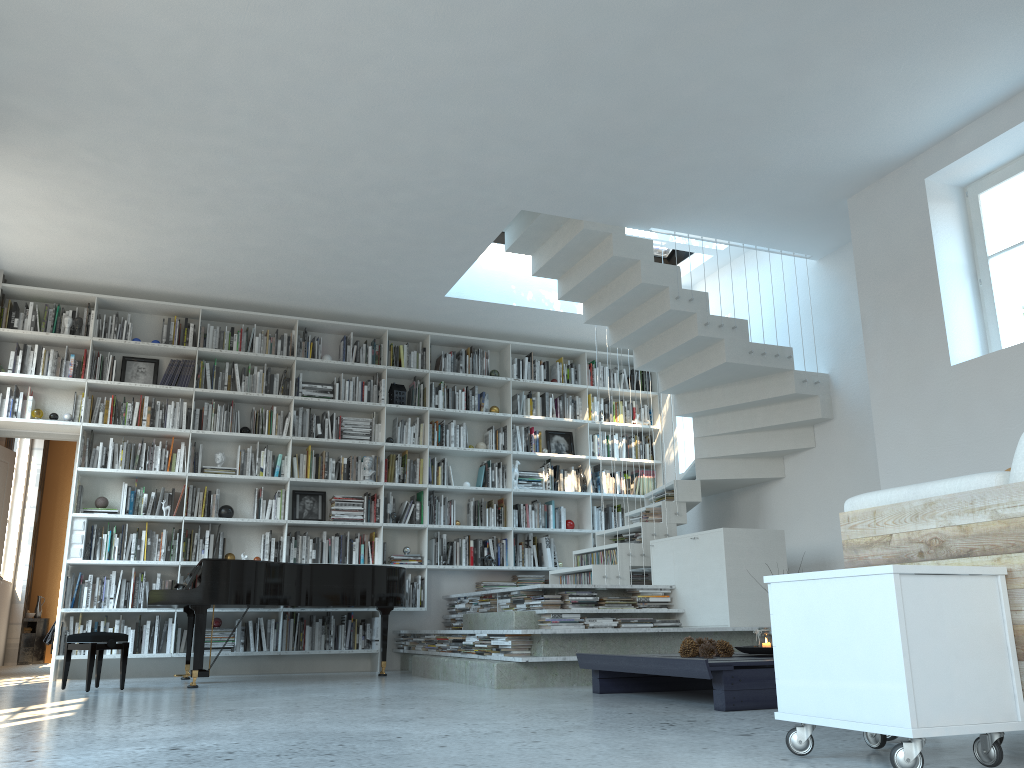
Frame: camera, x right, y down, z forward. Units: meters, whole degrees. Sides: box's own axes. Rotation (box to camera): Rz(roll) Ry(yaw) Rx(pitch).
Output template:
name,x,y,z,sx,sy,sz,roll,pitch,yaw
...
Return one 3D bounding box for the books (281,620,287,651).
name,x,y,z,sx,sy,sz,roll,pitch,yaw
books,-1.961,2.152,7.594,0.026,0.255,0.184,5,-16,-21

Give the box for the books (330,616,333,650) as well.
name,x,y,z,sx,sy,sz,roll,pitch,yaw
books,-1.590,2.173,7.744,0.014,0.287,0.185,5,-16,-21

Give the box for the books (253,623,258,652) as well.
name,x,y,z,sx,sy,sz,roll,pitch,yaw
books,-2.176,2.145,7.512,0.011,0.231,0.174,5,-16,-21

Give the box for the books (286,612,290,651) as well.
name,x,y,z,sx,sy,sz,roll,pitch,yaw
books,-1.937,2.119,7.633,0.014,0.339,0.140,5,-16,-21

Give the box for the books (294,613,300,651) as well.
name,x,y,z,sx,sy,sz,roll,pitch,yaw
books,-1.869,2.137,7.648,0.034,0.310,0.170,5,-16,-21

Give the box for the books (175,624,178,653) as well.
name,x,y,z,sx,sy,sz,roll,pitch,yaw
books,-2.766,2.095,7.303,0.012,0.230,0.138,5,-16,-21

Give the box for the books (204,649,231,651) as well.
name,x,y,z,sx,sy,sz,roll,pitch,yaw
books,-2.472,2.214,7.379,0.254,0.007,0.161,4,-16,-17

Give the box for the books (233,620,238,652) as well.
name,x,y,z,sx,sy,sz,roll,pitch,yaw
books,-2.326,2.119,7.456,0.012,0.253,0.161,5,-16,-21

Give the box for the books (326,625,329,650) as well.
name,x,y,z,sx,sy,sz,roll,pitch,yaw
books,-1.621,2.208,7.730,0.022,0.212,0.167,5,-16,-21

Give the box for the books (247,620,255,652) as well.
name,x,y,z,sx,sy,sz,roll,pitch,yaw
books,-2.211,2.132,7.504,0.063,0.252,0.178,5,-16,-21

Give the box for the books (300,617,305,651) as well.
name,x,y,z,sx,sy,sz,roll,pitch,yaw
books,-1.820,2.162,7.675,0.012,0.275,0.155,5,-16,-21

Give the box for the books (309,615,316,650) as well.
name,x,y,z,sx,sy,sz,roll,pitch,yaw
books,-1.736,2.160,7.704,0.026,0.293,0.155,5,-16,-21

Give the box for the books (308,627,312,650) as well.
name,x,y,z,sx,sy,sz,roll,pitch,yaw
books,-1.766,2.207,7.692,0.030,0.196,0.143,5,-16,-21

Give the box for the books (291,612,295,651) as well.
name,x,y,z,sx,sy,sz,roll,pitch,yaw
books,-1.890,2.123,7.642,0.012,0.336,0.144,5,-16,-21

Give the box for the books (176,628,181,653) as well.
name,x,y,z,sx,sy,sz,roll,pitch,yaw
books,-2.747,2.111,7.302,0.025,0.197,0.160,5,-16,-21

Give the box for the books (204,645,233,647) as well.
name,x,y,z,sx,sy,sz,roll,pitch,yaw
books,-2.471,2.181,7.388,0.254,0.007,0.161,7,-17,-25

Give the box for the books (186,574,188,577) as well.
name,x,y,z,sx,sy,sz,roll,pitch,yaw
books,-2.722,1.734,7.407,0.010,0.281,0.149,5,-16,-21

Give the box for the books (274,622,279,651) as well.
name,x,y,z,sx,sy,sz,roll,pitch,yaw
books,-2.023,2.163,7.597,0.021,0.237,0.116,5,-16,-21

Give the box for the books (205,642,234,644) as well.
name,x,y,z,sx,sy,sz,roll,pitch,yaw
books,-2.472,2.160,7.393,0.285,0.007,0.160,7,-17,-25

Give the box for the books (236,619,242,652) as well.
name,x,y,z,sx,sy,sz,roll,pitch,yaw
books,-2.311,2.120,7.479,0.031,0.265,0.145,5,-16,-21

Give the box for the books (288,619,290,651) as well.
name,x,y,z,sx,sy,sz,roll,pitch,yaw
books,-1.930,2.162,7.638,0.010,0.258,0.131,5,-16,-21

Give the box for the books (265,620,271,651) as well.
name,x,y,z,sx,sy,sz,roll,pitch,yaw
books,-2.087,2.145,7.570,0.025,0.258,0.133,5,-16,-21

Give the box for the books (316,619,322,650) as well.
name,x,y,z,sx,sy,sz,roll,pitch,yaw
books,-1.684,2.182,7.722,0.028,0.260,0.133,5,-16,-21

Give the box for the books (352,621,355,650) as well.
name,x,y,z,sx,sy,sz,roll,pitch,yaw
books,-1.417,2.217,7.822,0.028,0.238,0.140,5,-16,-21

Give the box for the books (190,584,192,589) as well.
name,x,y,z,sx,sy,sz,roll,pitch,yaw
books,-2.680,1.756,7.402,0.023,0.237,0.173,5,-16,-21

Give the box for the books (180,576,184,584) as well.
name,x,y,z,sx,sy,sz,roll,pitch,yaw
books,-2.764,1.740,7.397,0.023,0.265,0.134,5,-16,-21

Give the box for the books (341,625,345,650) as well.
name,x,y,z,sx,sy,sz,roll,pitch,yaw
books,-1.499,2.218,7.766,0.029,0.209,0.171,5,-16,-21

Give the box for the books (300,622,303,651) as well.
name,x,y,z,sx,sy,sz,roll,pitch,yaw
books,-1.829,2.178,7.662,0.012,0.238,0.129,5,-16,-21

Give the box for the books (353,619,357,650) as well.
name,x,y,z,sx,sy,sz,roll,pitch,yaw
books,-1.393,2.206,7.818,0.011,0.257,0.172,5,-16,-21

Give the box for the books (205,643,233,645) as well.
name,x,y,z,sx,sy,sz,roll,pitch,yaw
books,-2.472,2.167,7.392,0.254,0.007,0.161,7,-17,-25

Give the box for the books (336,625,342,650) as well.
name,x,y,z,sx,sy,sz,roll,pitch,yaw
books,-1.516,2.217,7.754,0.010,0.205,0.180,5,-16,-21

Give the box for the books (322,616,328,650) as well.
name,x,y,z,sx,sy,sz,roll,pitch,yaw
books,-1.636,2.170,7.729,0.013,0.284,0.185,5,-16,-21

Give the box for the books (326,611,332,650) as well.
name,x,y,z,sx,sy,sz,roll,pitch,yaw
books,-1.602,2.148,7.744,0.014,0.334,0.183,5,-16,-21

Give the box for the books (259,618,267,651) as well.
name,x,y,z,sx,sy,sz,roll,pitch,yaw
books,-2.127,2.130,7.542,0.073,0.275,0.181,5,-16,-21

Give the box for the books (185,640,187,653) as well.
name,x,y,z,sx,sy,sz,roll,pitch,yaw
books,-2.672,2.099,7.325,0.023,0.231,0.164,5,-16,-21

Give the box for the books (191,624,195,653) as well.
name,x,y,z,sx,sy,sz,roll,pitch,yaw
books,-2.653,2.106,7.341,0.027,0.226,0.139,5,-16,-21

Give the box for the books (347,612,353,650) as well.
name,x,y,z,sx,sy,sz,roll,pitch,yaw
books,-1.427,2.172,7.803,0.013,0.316,0.187,5,-16,-21

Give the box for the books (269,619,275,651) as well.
name,x,y,z,sx,sy,sz,roll,pitch,yaw
books,-2.052,2.139,7.551,0.024,0.259,0.190,5,-16,-21

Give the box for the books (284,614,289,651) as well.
name,x,y,z,sx,sy,sz,roll,pitch,yaw
books,-1.943,2.133,7.607,0.014,0.300,0.185,5,-16,-21

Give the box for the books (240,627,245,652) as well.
name,x,y,z,sx,sy,sz,roll,pitch,yaw
books,-2.278,2.150,7.470,0.029,0.201,0.178,5,-16,-21

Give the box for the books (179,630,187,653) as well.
name,x,y,z,sx,sy,sz,roll,pitch,yaw
books,-2.708,2.119,7.307,0.053,0.183,0.148,5,-16,-21

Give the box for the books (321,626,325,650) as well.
name,x,y,z,sx,sy,sz,roll,pitch,yaw
books,-1.658,2.211,7.723,0.024,0.203,0.145,5,-16,-21

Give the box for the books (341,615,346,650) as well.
name,x,y,z,sx,sy,sz,roll,pitch,yaw
books,-1.482,2.180,7.785,0.011,0.292,0.184,5,-16,-21

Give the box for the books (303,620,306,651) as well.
name,x,y,z,sx,sy,sz,roll,pitch,yaw
books,-1.809,2.174,7.677,0.012,0.254,0.151,5,-16,-21

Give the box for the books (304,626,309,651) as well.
name,x,y,z,sx,sy,sz,roll,pitch,yaw
books,-1.781,2.193,7.656,0.028,0.206,0.175,5,-16,-21

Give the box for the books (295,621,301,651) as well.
name,x,y,z,sx,sy,sz,roll,pitch,yaw
books,-1.847,2.174,7.660,0.022,0.246,0.144,5,-16,-21

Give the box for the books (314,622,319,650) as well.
name,x,y,z,sx,sy,sz,roll,pitch,yaw
books,-1.711,2.192,7.709,0.030,0.234,0.138,5,-16,-21

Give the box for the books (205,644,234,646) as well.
name,x,y,z,sx,sy,sz,roll,pitch,yaw
books,-2.473,2.175,7.394,0.285,0.007,0.160,5,-16,-19

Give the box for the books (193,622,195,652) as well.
name,x,y,z,sx,sy,sz,roll,pitch,yaw
books,-2.628,2.081,7.358,0.027,0.281,0.129,5,-16,-21

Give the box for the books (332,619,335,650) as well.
name,x,y,z,sx,sy,sz,roll,pitch,yaw
books,-1.578,2.191,7.762,0.024,0.261,0.132,5,-16,-21

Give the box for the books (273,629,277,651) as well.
name,x,y,z,sx,sy,sz,roll,pitch,yaw
books,-2.036,2.184,7.565,0.024,0.179,0.172,5,-16,-21

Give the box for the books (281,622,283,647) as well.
name,x,y,z,sx,sy,sz,roll,pitch,yaw
books,-1.987,2.165,7.607,0.010,0.237,0.134,5,-16,-21

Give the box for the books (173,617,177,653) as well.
name,x,y,z,sx,sy,sz,roll,pitch,yaw
books,-2.776,2.067,7.303,0.012,0.284,0.160,5,-16,-21

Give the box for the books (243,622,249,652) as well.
name,x,y,z,sx,sy,sz,roll,pitch,yaw
books,-2.256,2.138,7.496,0.028,0.237,0.136,5,-16,-21

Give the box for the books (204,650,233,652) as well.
name,x,y,z,sx,sy,sz,roll,pitch,yaw
books,-2.476,2.223,7.386,0.285,0.007,0.160,5,-17,-21

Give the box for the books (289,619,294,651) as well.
name,x,y,z,sx,sy,sz,roll,pitch,yaw
books,-1.911,2.159,7.636,0.025,0.263,0.145,5,-16,-21

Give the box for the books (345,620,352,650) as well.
name,x,y,z,sx,sy,sz,roll,pitch,yaw
books,-1.452,2.200,7.781,0.044,0.250,0.187,5,-16,-21

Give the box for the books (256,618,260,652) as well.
name,x,y,z,sx,sy,sz,roll,pitch,yaw
books,-2.163,2.123,7.515,0.012,0.274,0.180,5,-16,-21

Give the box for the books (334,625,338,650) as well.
name,x,y,z,sx,sy,sz,roll,pitch,yaw
books,-1.551,2.220,7.774,0.040,0.211,0.129,5,-16,-21
